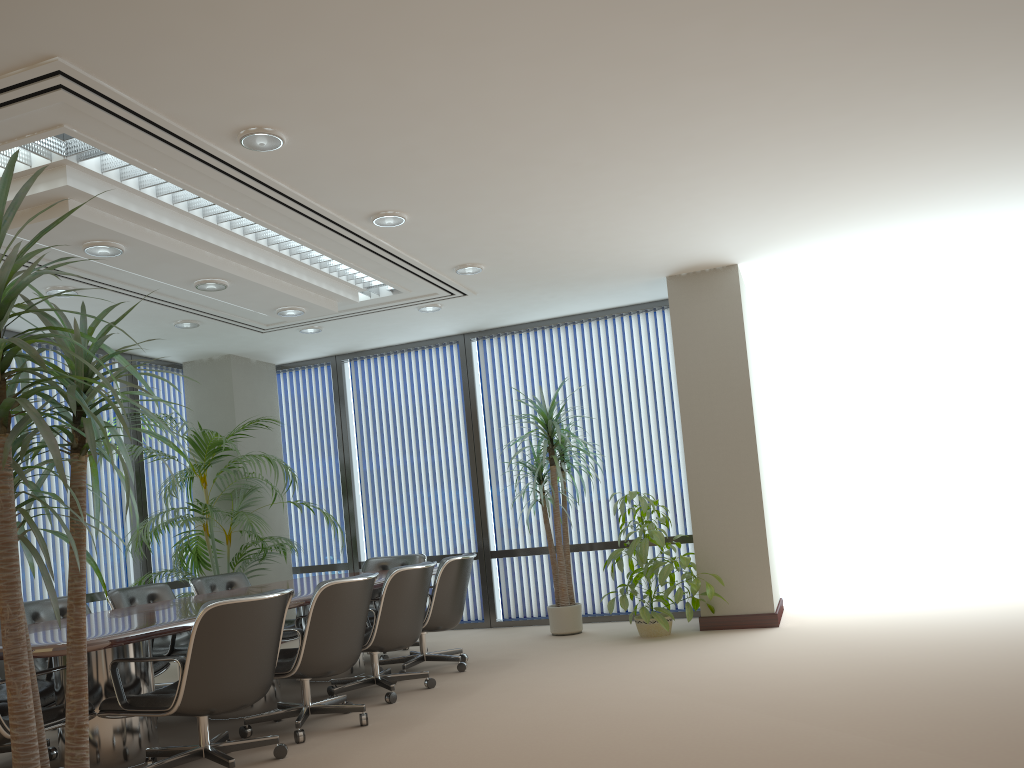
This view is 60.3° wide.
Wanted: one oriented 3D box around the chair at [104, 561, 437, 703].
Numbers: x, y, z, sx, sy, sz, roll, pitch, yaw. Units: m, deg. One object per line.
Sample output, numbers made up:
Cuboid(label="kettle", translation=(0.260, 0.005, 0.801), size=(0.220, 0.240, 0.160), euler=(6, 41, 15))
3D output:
Cuboid(label="chair", translation=(-1.685, 1.778, 6.219), size=(2.537, 0.853, 0.762), euler=(-8, -6, 19))

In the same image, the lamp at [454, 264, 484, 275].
Cuboid(label="lamp", translation=(-0.331, -0.876, 6.786), size=(0.227, 0.035, 0.225), euler=(-13, -11, 42))

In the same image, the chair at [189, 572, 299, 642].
Cuboid(label="chair", translation=(-2.154, 1.982, 7.279), size=(0.857, 0.853, 0.761), euler=(-8, -6, 24))

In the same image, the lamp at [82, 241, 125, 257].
Cuboid(label="lamp", translation=(-2.332, -0.763, 5.036), size=(0.227, 0.035, 0.225), euler=(-11, -10, 36))

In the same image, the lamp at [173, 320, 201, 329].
Cuboid(label="lamp", translation=(-2.819, -0.512, 7.648), size=(0.227, 0.035, 0.225), euler=(-13, -11, 42))

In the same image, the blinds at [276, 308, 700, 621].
Cuboid(label="blinds", translation=(-0.645, 1.036, 9.268), size=(4.948, 2.892, 0.051), euler=(-8, -3, 19))

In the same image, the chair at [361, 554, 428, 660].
Cuboid(label="chair", translation=(-1.119, 1.950, 7.718), size=(0.762, 0.853, 0.856), euler=(-7, -6, 19))

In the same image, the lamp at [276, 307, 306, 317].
Cuboid(label="lamp", translation=(-1.711, -0.553, 6.821), size=(0.227, 0.035, 0.225), euler=(-13, -11, 42))

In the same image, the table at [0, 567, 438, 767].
Cuboid(label="table", translation=(-1.799, 1.785, 5.839), size=(1.512, 0.744, 4.092), euler=(-8, -9, 18))

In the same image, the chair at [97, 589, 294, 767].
Cuboid(label="chair", translation=(-1.509, 1.476, 4.328), size=(0.861, 0.853, 0.756), euler=(-8, -6, 23))

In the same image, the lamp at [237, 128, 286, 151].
Cuboid(label="lamp", translation=(-1.209, -1.174, 4.261), size=(0.225, 0.035, 0.227), euler=(-7, -8, 8))

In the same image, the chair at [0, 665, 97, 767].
Cuboid(label="chair", translation=(-2.423, 1.507, 3.967), size=(0.762, 0.853, 0.856), euler=(-7, -6, 19))

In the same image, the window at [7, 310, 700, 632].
Cuboid(label="window", translation=(-2.319, 1.084, 8.495), size=(7.356, 2.894, 3.570), euler=(-2, -7, -26))

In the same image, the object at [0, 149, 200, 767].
Cuboid(label="object", translation=(-1.161, 0.428, 2.124), size=(0.805, 1.821, 0.823), euler=(-5, -4, -6))

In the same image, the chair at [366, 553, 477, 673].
Cuboid(label="chair", translation=(-0.666, 1.760, 6.738), size=(0.855, 0.853, 0.739), euler=(-7, -5, 14))

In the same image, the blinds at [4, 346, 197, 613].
Cuboid(label="blinds", translation=(-4.019, 1.108, 7.644), size=(0.032, 2.885, 4.921), euler=(-6, -7, 18))

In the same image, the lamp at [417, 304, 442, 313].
Cuboid(label="lamp", translation=(-0.735, -0.672, 7.886), size=(0.225, 0.035, 0.227), euler=(-7, -8, 8))

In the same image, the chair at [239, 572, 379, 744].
Cuboid(label="chair", translation=(-1.177, 1.568, 5.145), size=(0.856, 0.853, 0.762), euler=(-7, -6, 19))

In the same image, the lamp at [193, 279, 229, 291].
Cuboid(label="lamp", translation=(-2.022, -0.658, 5.929), size=(0.227, 0.035, 0.225), euler=(-13, -11, 42))

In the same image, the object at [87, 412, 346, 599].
Cuboid(label="object", translation=(-2.820, 1.377, 8.284), size=(2.105, 2.463, 2.166), euler=(-10, -7, 39))

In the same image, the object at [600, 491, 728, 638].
Cuboid(label="object", translation=(1.223, 1.541, 7.453), size=(0.978, 1.304, 0.864), euler=(-5, -4, -11))

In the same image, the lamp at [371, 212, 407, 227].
Cuboid(label="lamp", translation=(-0.770, -1.025, 5.523), size=(0.227, 0.035, 0.225), euler=(-13, -11, 42))

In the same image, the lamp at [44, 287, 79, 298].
Cuboid(label="lamp", translation=(-3.258, -0.661, 6.385), size=(0.227, 0.035, 0.225), euler=(-13, -11, 42))

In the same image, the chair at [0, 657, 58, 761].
Cuboid(label="chair", translation=(-2.992, 1.698, 4.874), size=(0.855, 0.853, 0.763), euler=(-7, -5, 14))

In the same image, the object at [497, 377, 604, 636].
Cuboid(label="object", translation=(0.417, 1.132, 8.055), size=(1.016, 2.300, 1.039), euler=(-5, -4, -6))

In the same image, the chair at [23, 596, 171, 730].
Cuboid(label="chair", translation=(-2.751, 1.798, 5.690), size=(0.856, 0.853, 0.762), euler=(-7, -6, 19))

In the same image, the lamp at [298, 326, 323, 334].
Cuboid(label="lamp", translation=(-1.891, -0.503, 8.286), size=(0.226, 0.035, 0.226), euler=(-10, -10, 29))
